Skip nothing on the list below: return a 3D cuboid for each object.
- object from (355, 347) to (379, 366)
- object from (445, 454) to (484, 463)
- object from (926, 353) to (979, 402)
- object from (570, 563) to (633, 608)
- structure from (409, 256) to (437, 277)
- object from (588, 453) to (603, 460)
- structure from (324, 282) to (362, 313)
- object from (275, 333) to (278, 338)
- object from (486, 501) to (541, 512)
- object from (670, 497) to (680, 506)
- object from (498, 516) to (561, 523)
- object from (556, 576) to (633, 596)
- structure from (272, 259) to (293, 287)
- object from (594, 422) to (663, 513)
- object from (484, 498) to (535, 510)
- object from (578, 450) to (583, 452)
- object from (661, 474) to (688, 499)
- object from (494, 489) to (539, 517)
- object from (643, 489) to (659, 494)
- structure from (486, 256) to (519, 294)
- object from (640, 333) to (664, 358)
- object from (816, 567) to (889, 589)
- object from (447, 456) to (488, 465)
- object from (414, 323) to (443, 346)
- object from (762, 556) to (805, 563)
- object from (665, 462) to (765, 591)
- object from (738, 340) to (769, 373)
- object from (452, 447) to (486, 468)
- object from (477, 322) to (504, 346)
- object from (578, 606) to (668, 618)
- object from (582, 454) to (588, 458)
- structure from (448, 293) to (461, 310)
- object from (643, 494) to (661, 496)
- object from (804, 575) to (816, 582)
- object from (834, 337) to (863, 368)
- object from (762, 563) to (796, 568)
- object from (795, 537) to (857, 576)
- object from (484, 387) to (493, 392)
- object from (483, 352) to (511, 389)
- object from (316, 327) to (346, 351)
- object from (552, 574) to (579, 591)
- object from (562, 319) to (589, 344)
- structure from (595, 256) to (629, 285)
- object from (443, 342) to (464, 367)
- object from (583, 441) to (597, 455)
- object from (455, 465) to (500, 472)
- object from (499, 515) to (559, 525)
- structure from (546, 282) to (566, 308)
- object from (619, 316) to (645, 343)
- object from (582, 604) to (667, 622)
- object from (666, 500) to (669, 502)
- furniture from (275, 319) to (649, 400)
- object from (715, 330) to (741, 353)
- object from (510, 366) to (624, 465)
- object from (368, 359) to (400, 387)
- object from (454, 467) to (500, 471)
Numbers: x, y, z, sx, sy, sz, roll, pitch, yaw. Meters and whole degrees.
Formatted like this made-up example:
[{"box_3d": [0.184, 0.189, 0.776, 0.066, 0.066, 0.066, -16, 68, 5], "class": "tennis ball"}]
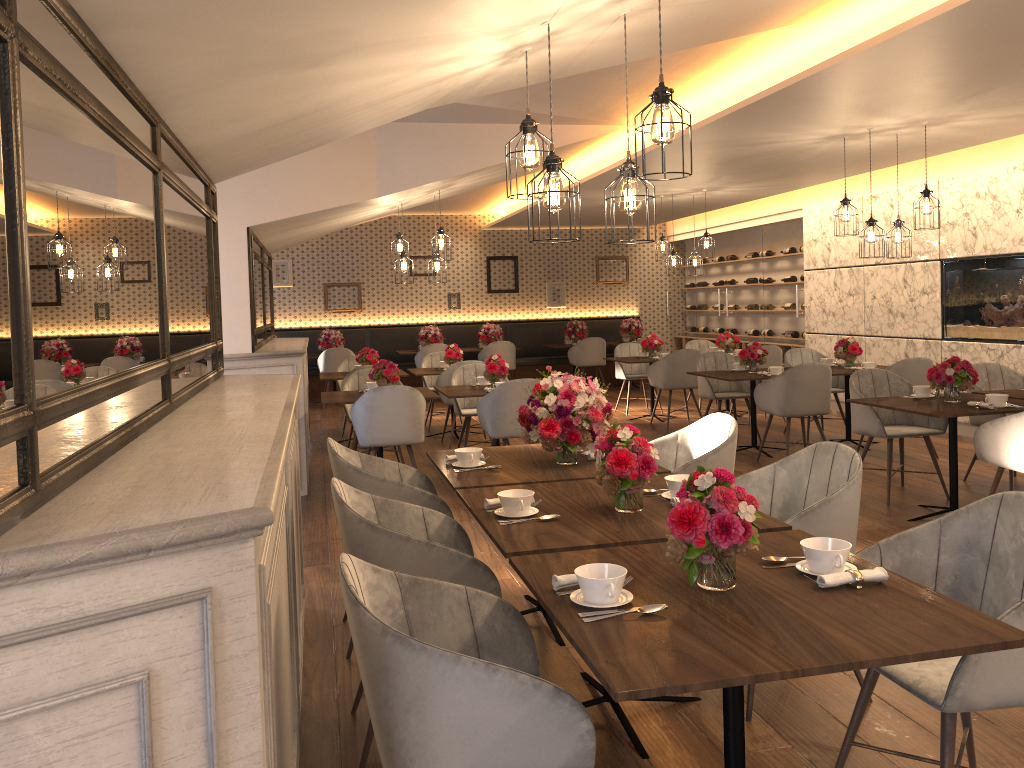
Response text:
[{"box_3d": [-1.541, -0.258, 9.384, 0.234, 0.301, 0.305, -4, 4, -37], "class": "object"}, {"box_3d": [-0.213, 0.330, 3.971, 0.175, 0.039, 0.056, -3, 4, -12], "class": "object"}, {"box_3d": [2.766, -0.040, 5.557, 0.305, 0.301, 0.235, 0, 3, 20], "class": "object"}, {"box_3d": [0.209, 0.474, 2.075, 0.148, 0.072, 0.149, 1, 5, 30], "class": "object"}, {"box_3d": [-1.472, -1.948, 14.613, 0.449, 0.344, 0.016, -3, 2, -13], "class": "structure"}, {"box_3d": [0.423, 0.315, 3.915, 0.175, 0.039, 0.056, -3, 4, -12], "class": "object"}, {"box_3d": [-2.735, -1.398, 14.335, 0.601, 0.484, 0.032, -3, 2, -13], "class": "structure"}, {"box_3d": [-3.654, -0.596, 13.129, 0.405, 0.424, 0.421, 0, 4, 30], "class": "object"}, {"box_3d": [0.007, 0.416, 3.030, 0.192, 0.024, 0.025, -3, 4, -12], "class": "object"}, {"box_3d": [0.626, 0.393, 3.006, 0.175, 0.039, 0.056, -3, 4, -12], "class": "object"}, {"box_3d": [0.058, 0.439, 2.880, 0.211, 0.004, 0.022, -3, 5, -13], "class": "object"}, {"box_3d": [0.202, 0.491, 2.156, 0.192, 0.024, 0.025, -3, 4, -12], "class": "object"}, {"box_3d": [-3.675, -1.766, 14.116, 0.340, 0.439, 0.035, -2, 2, -13], "class": "structure"}, {"box_3d": [0.390, 0.271, 2.969, 0.234, 0.301, 0.306, -1, 4, 7], "class": "object"}, {"box_3d": [-0.010, 0.407, 3.061, 0.175, 0.039, 0.056, -3, 4, -12], "class": "object"}, {"box_3d": [0.355, 0.309, 4.133, 0.197, 0.015, 0.043, -3, 5, -16], "class": "object"}, {"box_3d": [0.600, 0.366, 3.116, 0.148, 0.072, 0.149, 1, 5, 30], "class": "object"}, {"box_3d": [0.014, 0.400, 2.949, 0.148, 0.072, 0.149, 1, 5, 30], "class": "object"}, {"box_3d": [0.558, 0.387, 3.223, 0.197, 0.015, 0.043, -3, 5, -16], "class": "object"}, {"box_3d": [-0.158, -1.839, 14.906, 0.544, 0.631, 0.035, -3, 2, -13], "class": "structure"}, {"box_3d": [1.667, -0.459, 10.490, 0.306, 0.301, 0.234, -4, 4, -35], "class": "object"}, {"box_3d": [0.821, 0.467, 2.132, 0.175, 0.039, 0.056, -3, 4, -12], "class": "object"}, {"box_3d": [-0.196, 0.339, 3.939, 0.192, 0.024, 0.025, -3, 4, -12], "class": "object"}, {"box_3d": [-1.262, -0.727, 13.746, 0.405, 0.424, 0.421, 0, 4, 31], "class": "object"}, {"box_3d": [0.752, 0.461, 2.349, 0.197, 0.015, 0.043, -3, 5, -16], "class": "object"}, {"box_3d": [0.497, 0.339, 2.156, 0.234, 0.301, 0.306, 0, 4, 35], "class": "object"}, {"box_3d": [2.206, -0.254, 8.071, 0.306, 0.301, 0.234, -4, 4, -35], "class": "object"}, {"box_3d": [-0.189, 0.322, 3.859, 0.148, 0.072, 0.149, 1, 5, 30], "class": "object"}, {"box_3d": [-0.332, -0.767, 13.850, 0.420, 0.424, 0.406, -2, 4, -10], "class": "object"}, {"box_3d": [0.253, 0.513, 2.006, 0.211, 0.004, 0.022, -3, 5, -13], "class": "object"}, {"box_3d": [0.406, 0.320, 3.947, 0.192, 0.024, 0.025, -3, 4, -12], "class": "object"}, {"box_3d": [-0.960, -1.378, 14.740, 0.216, 0.277, 0.018, -2, 2, -13], "class": "structure"}, {"box_3d": [0.559, 0.395, 3.188, 0.211, 0.004, 0.022, -3, 5, -13], "class": "object"}, {"box_3d": [0.804, 0.471, 2.163, 0.192, 0.024, 0.025, -3, 4, -12], "class": "object"}, {"box_3d": [3.142, -0.299, 8.249, 0.234, 0.301, 0.306, -2, 4, -11], "class": "object"}, {"box_3d": [0.754, 0.470, 2.314, 0.211, 0.004, 0.022, -3, 5, -13], "class": "object"}, {"box_3d": [0.795, 0.440, 2.242, 0.148, 0.072, 0.149, 1, 5, 30], "class": "object"}, {"box_3d": [-0.186, 0.046, 7.053, 0.056, 0.039, 0.176, -3, 5, -12], "class": "object"}, {"box_3d": [-0.122, -0.114, 7.334, 0.234, 0.301, 0.306, -1, 4, 7], "class": "object"}, {"box_3d": [-2.728, -0.643, 13.329, 0.420, 0.424, 0.406, -3, 4, -24], "class": "object"}, {"box_3d": [0.185, 0.481, 2.187, 0.175, 0.039, 0.056, -3, 4, -12], "class": "object"}, {"box_3d": [1.026, -0.838, 14.165, 0.405, 0.424, 0.421, 0, 4, 30], "class": "object"}, {"box_3d": [1.741, -1.968, 15.319, 0.601, 0.484, 0.032, -3, 2, -13], "class": "structure"}, {"box_3d": [-0.627, -0.305, 9.599, 0.234, 0.301, 0.306, -1, 4, 7], "class": "object"}, {"box_3d": [0.397, 0.289, 4.026, 0.148, 0.072, 0.149, 1, 5, 30], "class": "object"}, {"box_3d": [-0.144, 0.360, 3.754, 0.197, 0.015, 0.043, -3, 5, -16], "class": "object"}, {"box_3d": [0.059, 0.437, 2.844, 0.197, 0.015, 0.043, -3, 5, -16], "class": "object"}, {"box_3d": [0.752, -1.523, 15.111, 0.340, 0.439, 0.035, -2, 2, -13], "class": "structure"}, {"box_3d": [1.940, -0.886, 14.379, 0.405, 0.424, 0.421, 0, 4, 31], "class": "object"}, {"box_3d": [0.253, 0.511, 1.970, 0.197, 0.015, 0.043, -3, 5, -16], "class": "object"}, {"box_3d": [0.609, 0.397, 3.037, 0.192, 0.024, 0.025, -3, 4, -12], "class": "object"}, {"box_3d": [-1.162, -0.400, 14.424, 7.091, 1.080, 0.542, -3, 3, -12], "class": "furniture"}, {"box_3d": [2.600, -0.504, 10.665, 0.305, 0.301, 0.235, -1, 3, 9], "class": "object"}, {"box_3d": [0.235, 0.132, 3.856, 0.420, 0.424, 0.406, -3, 4, -24], "class": "object"}, {"box_3d": [-1.036, -0.066, 7.119, 0.234, 0.301, 0.305, -4, 4, -37], "class": "object"}, {"box_3d": [-0.145, 0.362, 3.790, 0.211, 0.004, 0.022, -3, 5, -13], "class": "object"}]
